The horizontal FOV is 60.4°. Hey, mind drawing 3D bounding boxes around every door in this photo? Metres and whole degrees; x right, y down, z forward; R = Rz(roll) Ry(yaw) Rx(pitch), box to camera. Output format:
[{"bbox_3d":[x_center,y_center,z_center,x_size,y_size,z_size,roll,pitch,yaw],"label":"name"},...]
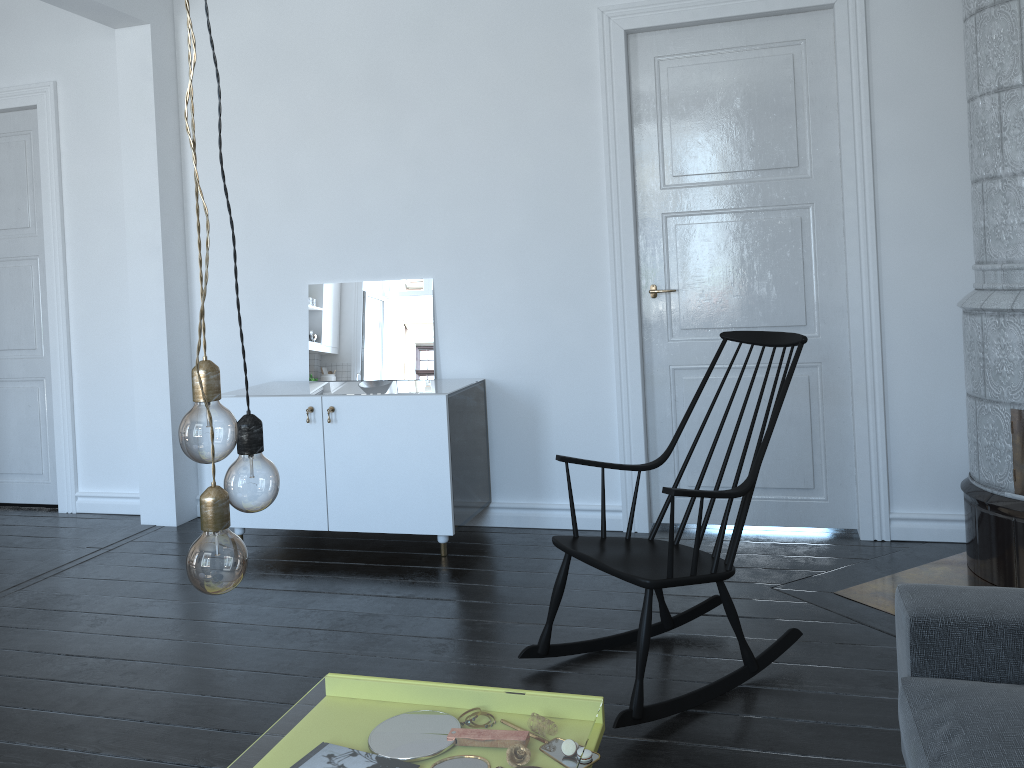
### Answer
[{"bbox_3d":[1.037,-0.552,4.033,1.168,2.471,0.116,-2,0,16],"label":"door"},{"bbox_3d":[-3.039,-0.495,5.228,1.040,2.471,0.116,-3,0,16],"label":"door"}]

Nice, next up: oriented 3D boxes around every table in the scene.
[{"bbox_3d":[-0.294,0.911,1.144,0.599,0.397,1.412,-1,7,16],"label":"table"}]

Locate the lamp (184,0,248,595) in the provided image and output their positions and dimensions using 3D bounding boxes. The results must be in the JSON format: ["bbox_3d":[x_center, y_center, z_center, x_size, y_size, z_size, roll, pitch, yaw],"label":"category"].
[{"bbox_3d":[-0.410,-0.485,1.104,0.088,1.495,0.074,-3,0,41],"label":"lamp"}]

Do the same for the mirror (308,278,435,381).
[{"bbox_3d":[-0.725,-0.272,4.498,0.695,0.502,0.054,-1,1,16],"label":"mirror"}]

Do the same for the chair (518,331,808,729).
[{"bbox_3d":[0.515,0.370,2.748,0.909,1.003,0.612,-5,3,-29],"label":"chair"}]

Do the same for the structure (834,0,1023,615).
[{"bbox_3d":[1.860,-0.701,3.216,1.273,2.886,0.777,-4,1,-29],"label":"structure"}]

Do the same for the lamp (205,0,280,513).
[{"bbox_3d":[-0.398,-0.570,1.203,0.086,1.495,0.074,-3,0,-22],"label":"lamp"}]

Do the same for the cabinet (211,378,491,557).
[{"bbox_3d":[-0.773,0.385,4.229,1.199,0.734,0.593,-1,3,16],"label":"cabinet"}]

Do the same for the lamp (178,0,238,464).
[{"bbox_3d":[-0.431,-0.643,1.144,0.074,1.495,0.074,-3,0,-27],"label":"lamp"}]

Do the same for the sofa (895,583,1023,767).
[{"bbox_3d":[1.042,0.727,0.780,1.082,0.720,2.392,-1,7,16],"label":"sofa"}]
